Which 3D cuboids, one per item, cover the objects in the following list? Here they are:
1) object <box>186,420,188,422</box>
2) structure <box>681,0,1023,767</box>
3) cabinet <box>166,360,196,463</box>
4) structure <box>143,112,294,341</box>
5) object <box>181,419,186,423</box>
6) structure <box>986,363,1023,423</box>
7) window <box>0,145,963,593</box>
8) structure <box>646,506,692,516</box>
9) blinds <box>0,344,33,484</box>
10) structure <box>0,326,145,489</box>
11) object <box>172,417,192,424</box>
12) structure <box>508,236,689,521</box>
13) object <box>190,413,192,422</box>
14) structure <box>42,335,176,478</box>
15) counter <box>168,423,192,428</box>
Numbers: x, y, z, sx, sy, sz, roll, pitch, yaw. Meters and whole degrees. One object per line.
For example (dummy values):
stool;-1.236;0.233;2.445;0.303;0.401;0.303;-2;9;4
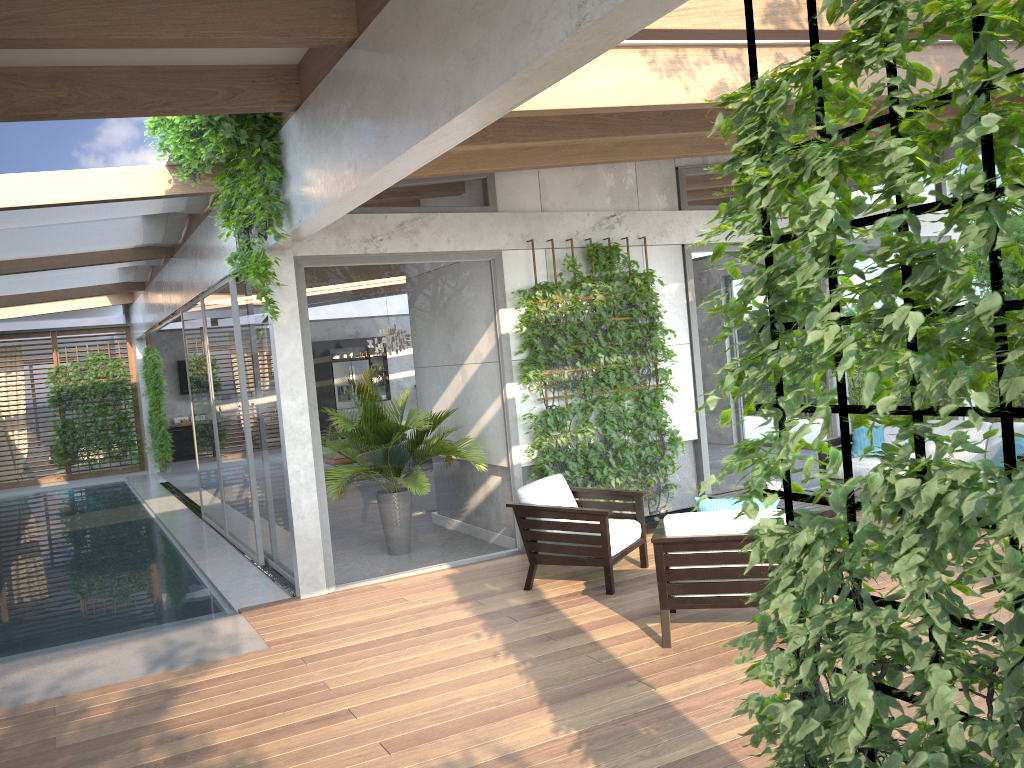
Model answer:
object;-7.504;0.854;20.455;0.083;0.057;0.072;-4;3;39
structure;0.978;0.228;1.703;0.500;2.687;1.807;-6;2;-27
cabinet;-5.764;0.300;21.534;5.901;2.502;0.709;-6;2;-29
structure;-2.130;-1.304;6.546;0.918;2.054;1.822;-6;2;-30
object;-7.567;0.848;20.398;0.086;0.087;0.090;-4;3;40
structure;4.673;0.714;9.278;15.587;3.022;31.708;-5;2;14
window;-2.809;-0.365;15.108;14.294;3.764;23.280;-6;2;-27
structure;0.483;1.129;9.244;2.012;0.595;2.203;-6;2;-27
blinds;-10.837;0.694;17.829;2.087;2.898;0.692;-6;2;-23
structure;-9.888;0.516;17.922;4.313;3.079;0.085;-6;2;-27
object;-7.622;0.839;20.567;0.381;0.134;0.590;-7;3;-39
structure;0.831;0.008;8.057;1.851;2.669;0.500;-6;2;-27
object;-7.389;0.773;20.904;0.405;0.200;0.147;-6;2;-26
structure;-7.341;0.561;13.802;2.739;2.687;10.282;-6;2;-10
counter;-6.639;0.830;21.053;3.805;0.061;0.607;-6;2;-27
